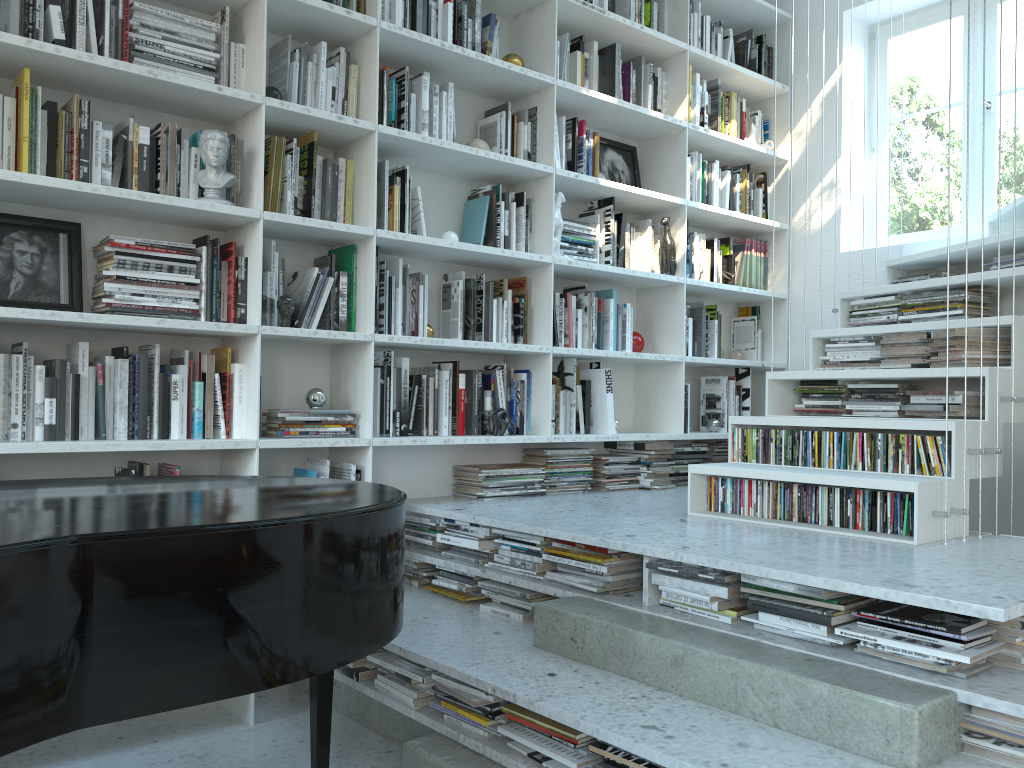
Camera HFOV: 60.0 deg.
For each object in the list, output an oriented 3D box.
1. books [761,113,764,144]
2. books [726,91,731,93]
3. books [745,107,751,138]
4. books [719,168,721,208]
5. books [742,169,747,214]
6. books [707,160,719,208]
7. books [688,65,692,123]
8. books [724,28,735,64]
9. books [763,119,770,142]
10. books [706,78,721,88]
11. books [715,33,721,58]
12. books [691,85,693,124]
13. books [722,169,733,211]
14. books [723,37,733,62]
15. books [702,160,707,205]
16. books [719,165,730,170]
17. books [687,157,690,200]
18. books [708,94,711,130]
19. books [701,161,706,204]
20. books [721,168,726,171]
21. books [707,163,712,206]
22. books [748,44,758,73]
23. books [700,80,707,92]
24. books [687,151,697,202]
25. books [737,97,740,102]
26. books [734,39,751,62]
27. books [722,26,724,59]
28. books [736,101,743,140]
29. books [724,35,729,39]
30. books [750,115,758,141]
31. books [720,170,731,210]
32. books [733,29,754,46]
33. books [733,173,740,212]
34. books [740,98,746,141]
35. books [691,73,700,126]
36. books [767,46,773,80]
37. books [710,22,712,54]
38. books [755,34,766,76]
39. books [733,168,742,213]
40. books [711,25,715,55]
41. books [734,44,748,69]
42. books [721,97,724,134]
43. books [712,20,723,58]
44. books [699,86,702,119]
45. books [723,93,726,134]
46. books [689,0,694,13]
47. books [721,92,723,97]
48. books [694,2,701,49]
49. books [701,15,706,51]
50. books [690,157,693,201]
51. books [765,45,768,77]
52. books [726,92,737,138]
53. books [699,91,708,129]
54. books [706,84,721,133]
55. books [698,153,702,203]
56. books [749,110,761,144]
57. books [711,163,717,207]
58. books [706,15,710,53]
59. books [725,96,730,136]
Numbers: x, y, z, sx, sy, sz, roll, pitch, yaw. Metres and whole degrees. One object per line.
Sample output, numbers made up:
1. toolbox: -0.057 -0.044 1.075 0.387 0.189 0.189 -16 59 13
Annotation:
1. books: 1.304 -1.334 4.847 0.040 0.246 0.160 1 -1 -39
2. books: 1.078 -1.367 4.653 0.010 0.295 0.165 1 -1 -39
3. books: 1.209 -1.341 4.759 0.070 0.254 0.154 1 -1 -39
4. books: 1.020 -0.981 4.620 0.012 0.254 0.161 1 -1 -39
5. books: 1.169 -0.988 4.721 0.013 0.277 0.188 1 -1 -39
6. books: 0.991 -0.997 4.578 0.030 0.283 0.166 1 -1 -39
7. books: 0.796 -1.378 4.312 0.010 0.294 0.183 1 -1 -39
8. books: 1.119 -1.723 4.704 0.069 0.277 0.132 1 -1 -39
9. books: 1.334 -1.319 4.849 0.011 0.216 0.170 1 -1 -39
10. books: 0.984 -1.373 4.474 0.022 0.296 0.152 1 -1 -39
11. books: 1.013 -1.692 4.606 0.026 0.208 0.163 1 -1 -39
12. books: 0.808 -1.333 4.323 0.024 0.205 0.165 1 -1 -39
13. books: 1.077 -0.981 4.649 0.023 0.258 0.184 1 -1 -39
14. books: 1.073 -1.692 4.654 0.057 0.212 0.163 1 -1 -39
15. books: 0.929 -0.992 4.536 0.025 0.271 0.152 1 -1 -39
16. books: 1.090 -0.997 4.685 0.024 0.291 0.132 1 -1 -39
17. books: 0.806 -0.986 4.408 0.023 0.247 0.182 1 -1 -39
18. books: 0.938 -1.331 4.455 0.025 0.211 0.134 1 -1 -39
19. books: 0.920 -0.988 4.517 0.013 0.260 0.158 1 -1 -39
20. books: 1.074 -0.988 4.678 0.010 0.273 0.130 1 -1 -39
21. books: 0.954 -0.986 4.545 0.024 0.259 0.156 1 -1 -39
22. books: 1.238 -1.689 4.765 0.012 0.216 0.192 1 -1 -39
23. books: 0.895 -1.359 4.410 0.023 0.263 0.158 1 -1 -39
24. books: 0.851 -1.003 4.441 0.014 0.285 0.185 1 -1 -39
25. books: 1.150 -1.363 4.730 0.011 0.294 0.151 1 -1 -39
26. books: 1.195 -1.706 4.755 0.068 0.247 0.160 1 -1 -39
27. books: 1.043 -1.719 4.634 0.015 0.263 0.143 1 -1 -39
28. books: 1.150 -1.347 4.703 0.022 0.261 0.160 1 -1 -39
29. books: 1.091 -1.703 4.685 0.010 0.235 0.131 1 -1 -39
30. books: 1.245 -1.320 4.787 0.023 0.213 0.180 1 -1 -39
31. books: 1.055 -0.976 4.623 0.045 0.245 0.177 1 -1 -39
32. books: 1.234 -1.737 4.791 0.014 0.313 0.161 1 -1 -39
33. books: 1.137 -0.976 4.711 0.025 0.252 0.160 1 -1 -39
34. books: 1.170 -1.359 4.733 0.023 0.287 0.163 1 -1 -39
35. books: 0.833 -1.362 4.333 0.026 0.263 0.189 1 -1 -39
36. books: 1.338 -1.696 4.848 0.025 0.237 0.187 1 -1 -39
37. books: 0.959 -1.715 4.568 0.027 0.249 0.154 1 -1 -39
38. books: 1.287 -1.723 4.801 0.014 0.286 0.189 1 -1 -39
39. books: 1.157 -0.991 4.716 0.012 0.283 0.151 1 -1 -39
40. books: 0.985 -1.708 4.578 0.025 0.237 0.143 1 -1 -39
41. books: 1.170 -1.680 4.713 0.024 0.193 0.186 1 -1 -39
42. books: 0.995 -1.327 4.487 0.014 0.206 0.184 1 -1 -39
43. books: 1.030 -1.730 4.629 0.012 0.285 0.159 1 -1 -39
44. books: 0.855 -1.341 4.365 0.049 0.223 0.161 1 -1 -39
45. books: 1.018 -1.342 4.514 0.012 0.237 0.165 1 -1 -39
46. books: 0.856 -1.757 4.484 0.012 0.326 0.151 1 -1 -39
47. books: 1.005 -1.345 4.503 0.022 0.242 0.144 1 -1 -39
48. books: 0.874 -1.746 4.480 0.012 0.306 0.184 1 -1 -39
49. books: 0.915 -1.721 4.520 0.022 0.259 0.163 1 -1 -39
50. books: 0.827 -0.989 4.439 0.026 0.256 0.173 1 -1 -39
51. books: 1.315 -1.702 4.846 0.014 0.248 0.185 1 -1 -39
52. books: 1.040 -1.343 4.549 0.042 0.242 0.247 1 -1 -39
53. books: 0.886 -1.325 4.383 0.024 0.193 0.190 1 -1 -39
54. books: 0.969 -1.352 4.456 0.023 0.253 0.189 1 -1 -39
55. books: 0.891 -1.005 4.492 0.012 0.292 0.165 1 -1 -39
56. books: 1.277 -1.341 4.825 0.029 0.258 0.163 1 -1 -39
57. books: 0.974 -0.987 4.557 0.022 0.262 0.172 1 -1 -39
58. books: 0.934 -1.723 4.537 0.029 0.264 0.179 1 -1 -39
59. books: 1.033 -1.334 4.515 0.013 0.222 0.174 1 -1 -39
